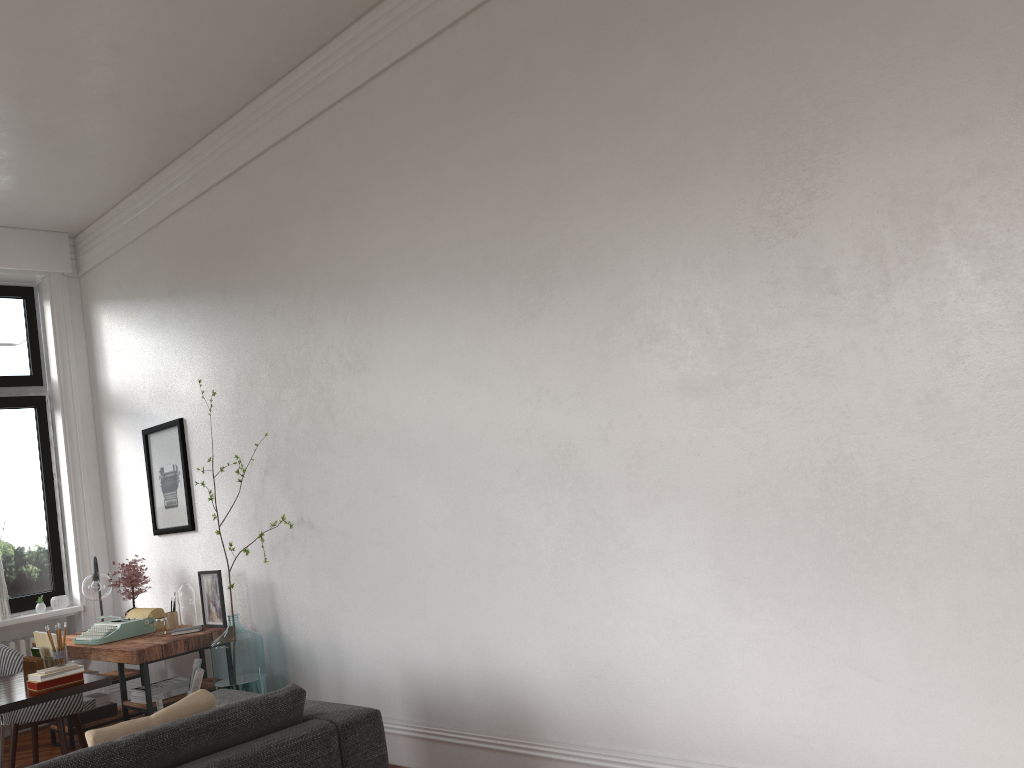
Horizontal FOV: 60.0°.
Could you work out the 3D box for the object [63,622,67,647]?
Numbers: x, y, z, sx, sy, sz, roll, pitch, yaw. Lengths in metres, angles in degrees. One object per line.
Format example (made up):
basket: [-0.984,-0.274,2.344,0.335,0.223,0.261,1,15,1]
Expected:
object: [-2.261,1.304,4.477,0.044,0.193,0.008,-7,-5,-16]

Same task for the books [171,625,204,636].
books: [-2.125,1.600,5.758,0.213,0.031,0.129,-7,-6,-9]

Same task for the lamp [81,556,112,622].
lamp: [-3.078,1.559,6.597,0.207,0.549,0.443,-6,-5,-23]

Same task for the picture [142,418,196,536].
picture: [-2.546,0.699,6.576,0.635,0.814,0.050,-13,-7,43]

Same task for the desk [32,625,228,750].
desk: [-2.591,2.097,6.061,1.802,0.756,0.647,-13,-7,43]

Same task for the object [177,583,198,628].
object: [-2.177,1.489,5.942,0.111,0.301,0.112,-7,-5,-10]

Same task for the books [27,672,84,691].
books: [-2.260,1.467,4.391,0.215,0.039,0.160,-2,-8,-44]

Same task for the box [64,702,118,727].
box: [-3.090,2.398,6.452,0.297,0.082,0.317,-14,-8,43]

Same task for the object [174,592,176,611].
object: [-2.322,1.557,6.109,0.023,0.238,0.028,-12,-6,40]

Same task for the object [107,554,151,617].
object: [-2.801,1.521,6.521,0.290,0.528,0.309,-8,-5,-2]

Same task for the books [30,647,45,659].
books: [-2.488,1.466,4.673,0.129,0.157,0.041,-13,-7,43]

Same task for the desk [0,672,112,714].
desk: [-3.053,1.930,3.889,1.032,0.750,2.225,-13,-8,43]

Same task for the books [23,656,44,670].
books: [-2.486,1.482,4.609,0.221,0.124,0.028,-13,-7,43]

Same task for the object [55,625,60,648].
object: [-2.273,1.303,4.441,0.008,0.193,0.049,-6,-5,-23]

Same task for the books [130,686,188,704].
books: [-2.171,1.919,5.507,0.226,0.038,0.308,-13,-8,42]

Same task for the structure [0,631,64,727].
structure: [-4.097,2.417,6.767,0.226,0.777,1.452,-13,-7,43]

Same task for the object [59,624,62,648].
object: [-2.264,1.301,4.452,0.008,0.194,0.037,-5,-6,-34]

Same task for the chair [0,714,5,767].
chair: [-3.269,1.998,4.814,0.747,0.871,0.752,-13,-7,43]

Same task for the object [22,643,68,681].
object: [-2.448,1.457,4.649,0.229,0.166,0.149,-13,-7,43]

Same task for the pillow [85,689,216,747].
pillow: [-1.304,1.393,3.224,0.226,0.459,0.486,-13,-7,43]

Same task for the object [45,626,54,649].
object: [-2.306,1.308,4.446,0.049,0.192,0.008,-4,-6,-42]

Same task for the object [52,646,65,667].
object: [-2.277,1.373,4.461,0.058,0.091,0.058,-11,-6,30]

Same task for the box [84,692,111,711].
box: [-3.103,2.324,6.460,0.238,0.066,0.256,-14,-8,44]

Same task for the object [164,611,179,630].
object: [-2.335,1.623,6.085,0.075,0.113,0.058,-13,-7,43]

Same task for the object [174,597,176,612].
object: [-2.320,1.571,6.094,0.054,0.207,0.008,-10,-5,26]

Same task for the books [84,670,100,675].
books: [-3.140,2.117,6.439,0.240,0.022,0.190,-13,-8,43]

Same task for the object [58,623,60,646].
object: [-2.294,1.309,4.491,0.008,0.195,0.032,-8,-5,-3]

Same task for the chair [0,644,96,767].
chair: [-2.997,2.036,5.627,0.718,0.898,0.547,-12,-6,36]

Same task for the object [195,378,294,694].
object: [-1.618,0.926,5.432,0.808,2.054,0.354,-10,-5,24]

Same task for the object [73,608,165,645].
object: [-2.718,1.653,6.084,0.536,0.148,0.484,-13,-8,42]

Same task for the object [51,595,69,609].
object: [-3.700,1.784,7.252,0.132,0.097,0.135,-9,-6,13]

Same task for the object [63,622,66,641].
object: [-2.268,1.305,4.486,0.038,0.194,0.008,-6,-5,-20]

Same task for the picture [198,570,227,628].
picture: [-1.970,1.412,5.826,0.283,0.369,0.023,-13,-7,43]

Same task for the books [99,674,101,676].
books: [-3.136,2.138,6.436,0.252,0.023,0.209,-13,-8,43]

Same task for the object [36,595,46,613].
object: [-3.761,1.756,7.072,0.072,0.134,0.072,-6,-5,-21]

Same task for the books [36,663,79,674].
books: [-2.265,1.417,4.421,0.159,0.008,0.128,-2,-8,-45]

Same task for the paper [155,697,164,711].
paper: [-2.008,2.058,5.153,0.073,0.478,0.033,-7,-5,-10]

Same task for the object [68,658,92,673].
object: [-3.150,2.053,6.465,0.173,0.109,0.174,-7,-6,-10]

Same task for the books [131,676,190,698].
books: [-2.175,1.886,5.522,0.226,0.038,0.308,-14,-8,43]

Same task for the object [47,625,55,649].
object: [-2.314,1.312,4.471,0.049,0.193,0.008,-9,-5,13]

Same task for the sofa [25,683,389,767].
sofa: [-1.811,1.656,2.875,1.265,0.827,2.643,-13,-8,43]

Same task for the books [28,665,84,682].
books: [-2.262,1.435,4.403,0.164,0.028,0.207,-13,-8,41]

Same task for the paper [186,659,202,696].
paper: [-1.960,1.995,5.328,0.048,0.625,0.294,-11,-6,36]

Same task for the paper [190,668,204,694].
paper: [-1.884,1.964,5.142,0.330,0.608,0.047,-10,-5,24]

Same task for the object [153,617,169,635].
object: [-2.329,1.606,5.883,0.093,0.101,0.093,-12,-6,35]

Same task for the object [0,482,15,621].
object: [-3.967,1.310,6.935,0.295,1.052,0.290,-4,-6,-43]

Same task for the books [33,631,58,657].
books: [-2.450,1.428,4.693,0.310,0.239,0.043,-13,-7,43]
